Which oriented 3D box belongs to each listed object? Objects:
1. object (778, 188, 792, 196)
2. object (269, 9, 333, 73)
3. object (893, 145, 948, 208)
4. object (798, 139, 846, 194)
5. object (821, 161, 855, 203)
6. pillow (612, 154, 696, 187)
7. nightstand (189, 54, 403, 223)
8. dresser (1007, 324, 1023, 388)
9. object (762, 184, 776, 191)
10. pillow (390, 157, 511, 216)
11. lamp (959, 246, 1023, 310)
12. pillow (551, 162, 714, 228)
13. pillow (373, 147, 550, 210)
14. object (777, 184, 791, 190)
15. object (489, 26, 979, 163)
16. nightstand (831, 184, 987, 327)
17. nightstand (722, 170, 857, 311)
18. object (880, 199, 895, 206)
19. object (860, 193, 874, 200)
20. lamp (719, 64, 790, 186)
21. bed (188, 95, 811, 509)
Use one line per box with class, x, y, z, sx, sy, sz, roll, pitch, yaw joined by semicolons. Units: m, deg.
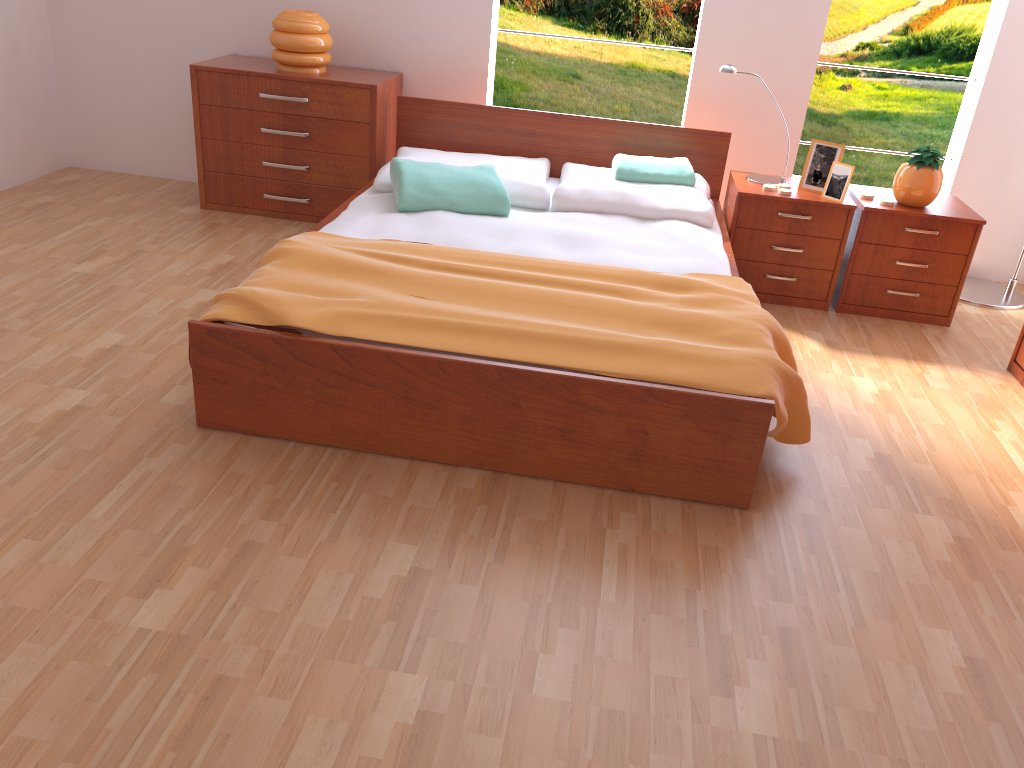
object;1.035;-0.727;3.364;0.049;0.018;0.049;2;27;-7
object;-0.904;-1.471;3.806;0.264;0.244;0.264;16;28;20
object;1.535;-0.783;3.340;0.169;0.223;0.170;-1;27;-13
object;1.186;-0.830;3.399;0.131;0.191;0.037;23;32;32
object;1.217;-0.754;3.312;0.027;0.137;0.094;-15;33;-34
pillow;0.564;-0.854;3.569;0.322;0.116;0.276;7;27;2
nightstand;-0.953;-1.093;4.001;0.815;0.626;0.428;8;27;5
dresser;1.900;-0.466;1.767;0.487;2.004;2.017;8;27;5
object;0.987;-0.752;3.405;0.049;0.018;0.049;2;27;-7
pillow;-0.230;-0.723;3.265;0.425;0.164;0.334;-3;28;-16
lamp;1.896;-1.084;3.438;0.799;1.603;0.387;-4;28;-19
pillow;0.490;-0.751;3.549;0.630;0.182;0.574;7;27;4
pillow;-0.185;-0.837;3.593;0.682;0.157;0.574;5;27;0
object;1.054;-0.762;3.438;0.049;0.018;0.049;2;27;-7
object;1.039;-1.926;3.617;2.205;1.815;0.033;8;27;5
nightstand;1.532;-0.511;3.534;0.439;0.442;0.377;8;27;5
nightstand;1.073;-0.576;3.576;0.439;0.442;0.377;8;27;5
object;1.418;-0.685;3.352;0.049;0.018;0.049;2;27;-7
object;1.369;-0.722;3.417;0.049;0.018;0.049;2;27;-7
lamp;0.946;-1.002;3.438;0.337;0.421;0.163;3;27;-6
bed;0.118;-0.460;3.000;1.632;0.560;1.990;8;27;5
